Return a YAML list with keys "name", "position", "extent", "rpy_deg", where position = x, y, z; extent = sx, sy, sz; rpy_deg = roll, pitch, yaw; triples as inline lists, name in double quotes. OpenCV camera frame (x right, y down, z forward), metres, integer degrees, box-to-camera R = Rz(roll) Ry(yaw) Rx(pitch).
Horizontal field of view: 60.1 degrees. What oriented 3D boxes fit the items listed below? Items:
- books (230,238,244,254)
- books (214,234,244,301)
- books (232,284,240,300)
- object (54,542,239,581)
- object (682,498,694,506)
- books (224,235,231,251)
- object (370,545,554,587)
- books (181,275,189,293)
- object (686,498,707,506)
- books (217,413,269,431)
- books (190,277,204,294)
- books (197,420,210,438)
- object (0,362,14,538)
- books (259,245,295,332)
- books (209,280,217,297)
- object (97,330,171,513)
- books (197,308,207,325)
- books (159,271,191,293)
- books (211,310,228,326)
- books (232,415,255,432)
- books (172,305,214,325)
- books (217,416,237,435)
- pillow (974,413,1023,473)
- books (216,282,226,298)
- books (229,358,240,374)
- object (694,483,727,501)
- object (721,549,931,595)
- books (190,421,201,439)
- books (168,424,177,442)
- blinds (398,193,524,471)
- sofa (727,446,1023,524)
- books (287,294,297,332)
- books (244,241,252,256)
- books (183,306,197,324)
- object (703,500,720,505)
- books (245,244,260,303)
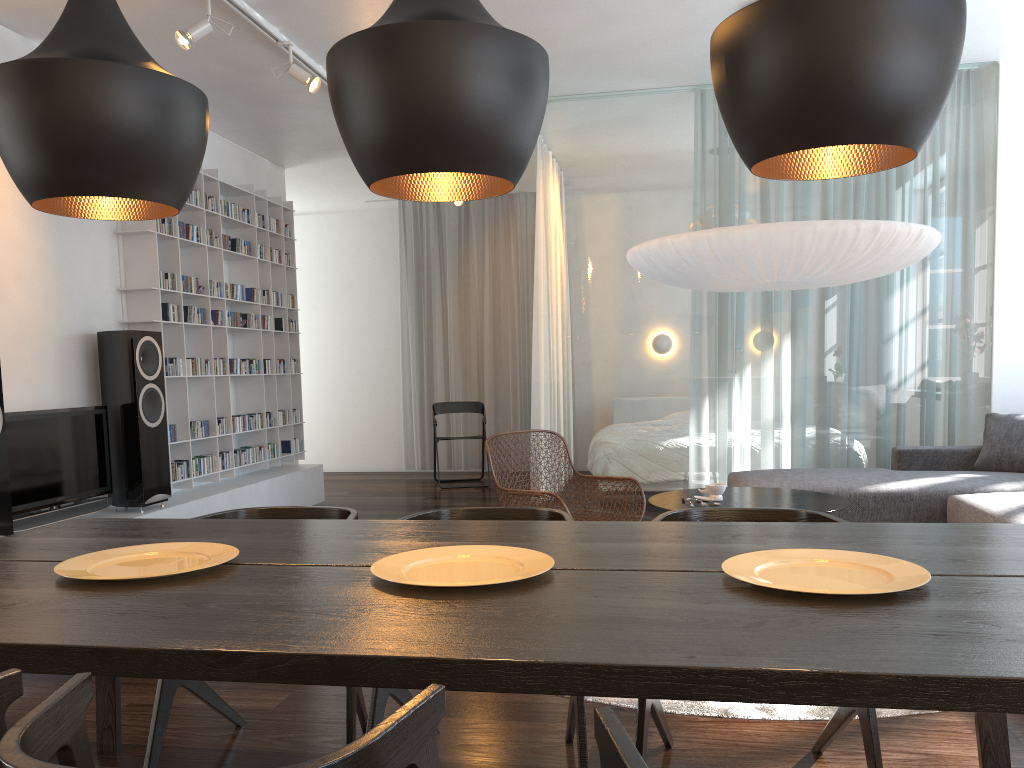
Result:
- name: "books"
  position: [-1.950, -0.965, 6.230]
  extent: [0.090, 0.109, 0.117]
  rpy_deg: [-1, 3, 10]
- name: "books"
  position: [-1.979, -0.797, 6.077]
  extent: [0.100, 0.434, 0.348]
  rpy_deg: [-1, 4, 9]
- name: "books"
  position: [-1.960, -0.638, 6.161]
  extent: [0.090, 0.109, 0.117]
  rpy_deg: [-1, 3, 10]
- name: "object"
  position: [-0.752, 0.372, 1.838]
  extent: [0.356, 0.017, 0.354]
  rpy_deg: [-1, 1, 14]
- name: "object"
  position: [0.757, 0.508, 3.813]
  extent: [0.015, 0.015, 0.167]
  rpy_deg: [-2, 1, -3]
- name: "books"
  position: [-1.982, -0.961, 6.055]
  extent: [0.090, 0.105, 0.073]
  rpy_deg: [-1, 4, 10]
- name: "object"
  position: [-0.095, 0.357, 1.720]
  extent: [0.355, 0.017, 0.354]
  rpy_deg: [-2, 1, -9]
- name: "books"
  position: [-2.078, -0.621, 5.510]
  extent: [0.099, 0.105, 0.131]
  rpy_deg: [-1, 3, 9]
- name: "object"
  position: [0.798, 0.506, 3.825]
  extent: [0.025, 0.016, 0.163]
  rpy_deg: [-2, 1, -15]
- name: "books"
  position: [-1.940, 0.277, 6.250]
  extent: [0.115, 0.113, 0.761]
  rpy_deg: [-1, 1, 10]
- name: "books"
  position: [-2.046, -0.624, 5.681]
  extent: [0.090, 0.107, 0.163]
  rpy_deg: [-1, 2, 10]
- name: "books"
  position: [-2.028, 0.291, 5.746]
  extent: [0.099, 0.105, 0.131]
  rpy_deg: [-1, 3, 9]
- name: "object"
  position: [-2.363, 0.237, 3.748]
  extent: [0.280, 1.009, 0.293]
  rpy_deg: [-1, 5, 10]
- name: "books"
  position: [-1.843, -0.722, 6.832]
  extent: [0.115, 0.630, 0.566]
  rpy_deg: [-1, 3, 10]
- name: "books"
  position: [-2.016, -0.630, 5.847]
  extent: [0.090, 0.109, 0.117]
  rpy_deg: [-1, 3, 10]
- name: "object"
  position: [-2.143, 0.211, 4.976]
  extent: [0.280, 1.009, 0.293]
  rpy_deg: [-1, 5, 10]
- name: "books"
  position: [-2.039, -0.435, 5.715]
  extent: [0.099, 0.105, 0.131]
  rpy_deg: [-1, 3, 9]
- name: "books"
  position: [-2.098, -0.619, 5.398]
  extent: [0.102, 0.105, 0.382]
  rpy_deg: [-1, 1, 10]
- name: "books"
  position: [-1.993, -0.443, 5.969]
  extent: [0.090, 0.111, 0.157]
  rpy_deg: [-1, 2, 10]
- name: "books"
  position: [-1.934, 0.277, 6.279]
  extent: [0.115, 0.113, 0.233]
  rpy_deg: [-1, 2, 10]
- name: "books"
  position: [-2.055, -0.434, 5.625]
  extent: [0.090, 0.106, 0.501]
  rpy_deg: [-1, 1, 10]
- name: "books"
  position: [-1.978, 0.282, 6.030]
  extent: [0.100, 0.113, 0.267]
  rpy_deg: [-1, 2, 9]
- name: "pillow"
  position: [2.826, 0.307, 4.880]
  extent: [0.345, 0.361, 0.514]
  rpy_deg: [-4, 4, -41]
- name: "books"
  position: [-1.996, -0.631, 5.963]
  extent: [0.099, 0.105, 0.138]
  rpy_deg: [-1, 3, 9]
- name: "books"
  position: [-1.957, -0.122, 6.153]
  extent: [0.090, 0.109, 0.117]
  rpy_deg: [-1, 3, 10]
- name: "object"
  position: [0.875, 0.476, 3.899]
  extent: [0.139, 0.069, 0.091]
  rpy_deg: [-1, 3, 22]
- name: "object"
  position: [0.562, 0.343, 1.601]
  extent: [0.356, 0.017, 0.354]
  rpy_deg: [-1, 1, 14]
- name: "books"
  position: [-2.047, 0.293, 5.633]
  extent: [0.090, 0.109, 0.117]
  rpy_deg: [-1, 3, 10]
- name: "books"
  position: [-2.098, 0.300, 5.357]
  extent: [0.099, 0.105, 0.131]
  rpy_deg: [-1, 3, 9]
- name: "blinds"
  position: [-0.271, -0.498, 8.853]
  extent: [1.808, 2.752, 0.152]
  rpy_deg: [-1, 5, 12]
- name: "sofa"
  position: [2.062, 0.622, 3.807]
  extent: [2.039, 0.675, 3.054]
  rpy_deg: [-1, 1, 10]
- name: "books"
  position: [-1.804, -0.563, 7.042]
  extent: [0.115, 0.301, 0.182]
  rpy_deg: [-1, 4, 10]
- name: "books"
  position: [-1.931, -0.967, 6.344]
  extent: [0.099, 0.105, 0.131]
  rpy_deg: [-1, 3, 9]
- name: "books"
  position: [-2.059, -0.437, 5.602]
  extent: [0.090, 0.109, 0.117]
  rpy_deg: [-1, 3, 10]
- name: "object"
  position: [0.853, 0.508, 3.806]
  extent: [0.026, 0.010, 0.124]
  rpy_deg: [-2, 1, -24]
- name: "books"
  position: [-1.907, -0.808, 6.465]
  extent: [0.090, 0.434, 0.155]
  rpy_deg: [-1, 5, 10]
